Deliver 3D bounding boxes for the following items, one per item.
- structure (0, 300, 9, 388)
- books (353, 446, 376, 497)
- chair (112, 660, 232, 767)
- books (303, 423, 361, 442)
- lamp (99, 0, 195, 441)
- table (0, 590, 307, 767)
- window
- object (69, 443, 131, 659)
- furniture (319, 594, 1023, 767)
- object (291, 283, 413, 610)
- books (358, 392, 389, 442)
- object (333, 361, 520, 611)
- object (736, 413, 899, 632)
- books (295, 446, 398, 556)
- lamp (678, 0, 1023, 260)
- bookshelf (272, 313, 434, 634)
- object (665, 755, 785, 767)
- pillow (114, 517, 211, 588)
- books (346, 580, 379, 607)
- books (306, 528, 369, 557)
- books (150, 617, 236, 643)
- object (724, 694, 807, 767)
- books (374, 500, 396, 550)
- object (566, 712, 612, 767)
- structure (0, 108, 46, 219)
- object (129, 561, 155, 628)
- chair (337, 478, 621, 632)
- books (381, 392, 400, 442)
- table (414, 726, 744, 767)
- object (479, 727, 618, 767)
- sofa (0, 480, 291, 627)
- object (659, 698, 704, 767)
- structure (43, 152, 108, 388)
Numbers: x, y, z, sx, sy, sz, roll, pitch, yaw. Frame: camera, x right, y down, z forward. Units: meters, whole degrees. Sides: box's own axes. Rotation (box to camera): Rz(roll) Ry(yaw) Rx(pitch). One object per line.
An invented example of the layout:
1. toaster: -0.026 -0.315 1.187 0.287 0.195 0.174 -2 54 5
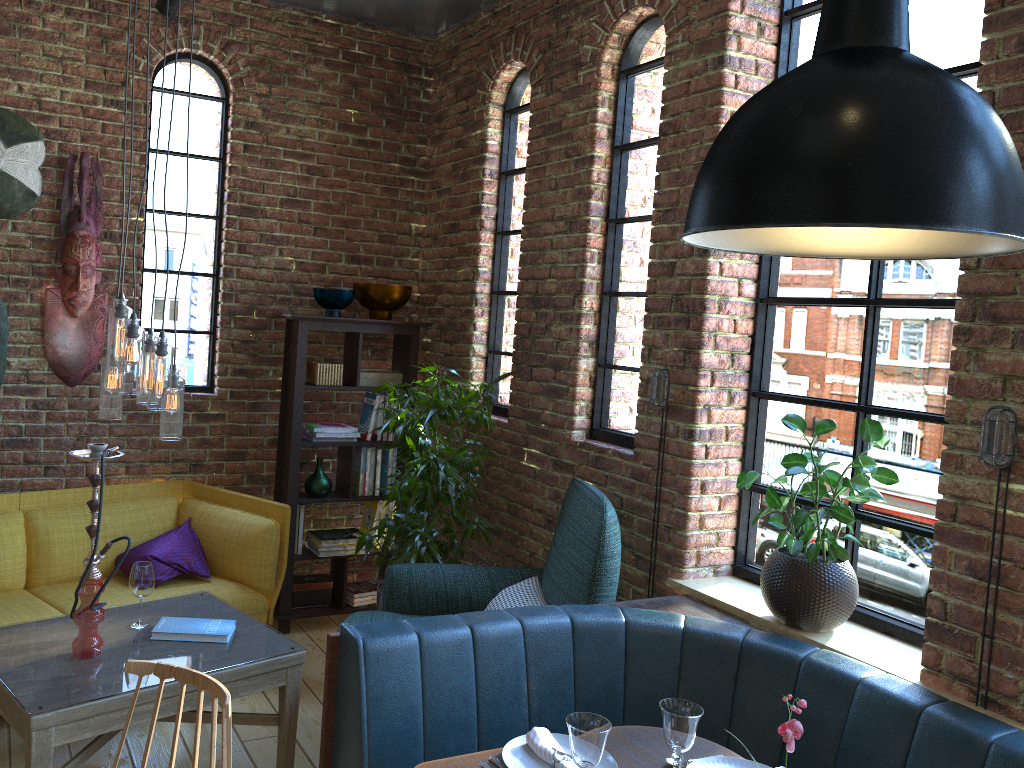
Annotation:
1. structure: -2.539 -0.147 4.087 0.353 0.639 0.108 2 3 -27
2. books: -0.827 0.472 4.873 0.082 0.272 0.179 2 4 -30
3. chair: -0.725 1.051 1.530 0.560 1.004 0.431 6 4 32
4. books: -0.973 0.263 4.769 0.258 0.080 0.186 2 4 -29
5. lamp: -1.337 -0.865 2.983 0.500 2.117 0.290 4 3 -3
6. table: -1.334 1.148 3.092 0.891 0.508 0.787 0 5 -44
7. window: 0.161 -0.487 2.690 8.888 2.427 3.302 6 4 28
8. object: -1.360 0.554 2.881 0.161 0.703 0.272 2 4 -38
9. furniture: 0.719 1.221 1.660 1.311 0.821 2.720 2 4 -30
10. object: -0.884 0.331 4.805 0.583 1.759 0.342 2 4 -35
11. books: -0.775 0.179 4.888 0.119 0.258 0.169 2 4 -30
12. object: -0.400 0.630 4.087 0.900 1.527 0.692 6 4 39
13. object: 0.954 0.422 2.718 0.383 0.662 0.517 4 3 -7
14. books: -0.933 0.619 4.829 0.563 0.574 0.198 2 4 -30
15. lamp: 0.598 -0.890 1.434 0.520 1.325 0.539 3 3 -12
16. bookshelf: -0.916 0.474 4.817 0.784 1.666 0.330 2 3 -28
17. object: 0.522 0.909 2.014 0.260 0.051 0.337 2 4 -26
18. pillow: -2.049 0.721 3.845 1.426 0.453 0.420 0 5 -41
19. books: -0.832 1.165 4.919 0.232 0.072 0.214 0 5 -40
20. books: -0.949 0.862 4.812 0.291 0.088 0.254 2 4 -27
21. books: -1.146 0.885 3.180 0.271 0.028 0.162 3 4 -4
22. object: 0.485 0.745 1.599 0.134 0.431 0.222 3 3 -12
23. books: -0.727 0.775 4.956 0.081 0.272 0.197 2 4 -30
24. object: 0.158 0.822 1.900 0.098 0.191 0.098 4 3 0
25. structure: -2.441 -1.024 4.065 0.510 0.520 0.153 2 3 -28
26. object: -1.355 0.769 3.220 0.092 0.228 0.089 4 3 9
27. chair: -0.157 0.912 3.323 1.025 1.096 0.814 4 3 -5
28. books: -0.683 0.183 4.926 0.076 0.257 0.185 2 4 -30
29. table: 0.477 1.295 1.549 0.790 0.660 1.603 2 4 -30
30. object: 0.096 0.878 2.056 0.313 0.051 0.279 2 4 -26
31. sofa: -2.031 0.924 3.830 0.829 0.762 1.900 7 5 45
32. object: 0.378 0.829 2.004 0.098 0.191 0.098 4 3 0
33. structure: -2.132 -0.550 4.330 0.233 1.145 0.220 5 3 16
